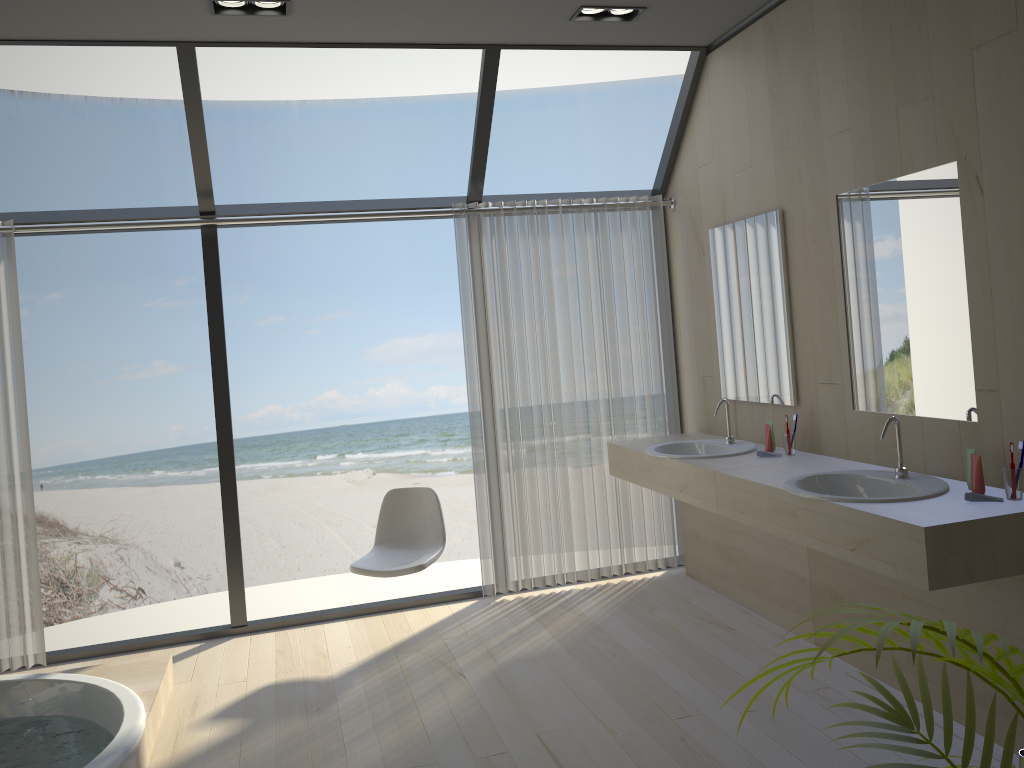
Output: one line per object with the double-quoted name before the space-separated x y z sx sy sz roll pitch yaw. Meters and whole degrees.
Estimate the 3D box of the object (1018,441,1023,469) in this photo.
"object" 1.526 0.260 2.669 0.054 0.175 0.012 -4 0 10

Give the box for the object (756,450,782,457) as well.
"object" 1.113 0.301 3.834 0.104 0.029 0.033 -3 2 25

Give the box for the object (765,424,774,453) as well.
"object" 1.134 0.246 3.911 0.039 0.135 0.039 -4 0 34

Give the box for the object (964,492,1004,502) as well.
"object" 1.422 0.341 2.669 0.104 0.029 0.033 -3 2 25

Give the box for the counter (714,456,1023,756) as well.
"counter" 1.270 0.742 3.076 0.551 0.790 1.205 -5 2 -15

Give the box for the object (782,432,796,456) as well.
"object" 1.204 0.262 3.837 0.058 0.100 0.058 -5 1 -8

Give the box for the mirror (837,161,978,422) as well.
"mirror" 1.430 -0.317 3.234 0.023 0.868 0.653 -4 1 -15

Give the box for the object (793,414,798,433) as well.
"object" 1.216 0.220 3.834 0.054 0.175 0.012 -4 0 10

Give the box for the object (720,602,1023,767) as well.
"object" 0.757 0.682 1.171 0.915 1.157 0.752 -4 1 19

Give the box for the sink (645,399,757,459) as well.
"sink" 0.892 0.294 4.198 0.504 0.419 0.574 -5 2 -11

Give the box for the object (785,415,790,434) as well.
"object" 1.189 0.222 3.810 0.012 0.178 0.050 -5 0 25

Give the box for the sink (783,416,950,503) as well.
"sink" 1.201 0.334 3.033 0.504 0.419 0.574 -5 2 -11

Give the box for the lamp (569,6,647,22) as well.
"lamp" 0.414 -1.666 3.864 0.301 0.112 0.164 -5 2 -15

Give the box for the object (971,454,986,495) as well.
"object" 1.443 0.286 2.746 0.039 0.135 0.039 -4 0 27

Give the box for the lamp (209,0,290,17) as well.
"lamp" -1.033 -1.532 3.478 0.301 0.112 0.164 -5 2 -15

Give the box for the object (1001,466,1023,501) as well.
"object" 1.513 0.302 2.672 0.058 0.100 0.058 -5 1 -4

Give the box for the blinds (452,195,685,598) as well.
"blinds" 0.334 0.030 4.805 1.184 2.071 0.084 -5 0 -15

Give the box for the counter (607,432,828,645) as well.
"counter" 0.961 0.702 4.241 0.551 0.790 1.205 -5 2 -15

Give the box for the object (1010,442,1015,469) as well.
"object" 1.498 0.262 2.645 0.012 0.178 0.050 -5 0 25

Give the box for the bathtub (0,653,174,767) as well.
"bathtub" -2.139 1.348 2.815 1.823 0.698 1.647 -5 3 -15

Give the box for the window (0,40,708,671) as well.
"window" -1.203 -0.160 4.203 4.565 2.814 0.744 -5 0 -15

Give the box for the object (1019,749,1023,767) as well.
"object" 1.571 0.773 2.393 0.407 0.749 0.273 -5 0 -27

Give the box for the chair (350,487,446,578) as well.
"chair" -0.531 0.700 4.197 0.368 0.347 0.455 -4 2 14

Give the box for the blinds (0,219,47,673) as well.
"blinds" -2.802 0.321 3.967 1.184 2.071 0.084 -5 0 -15

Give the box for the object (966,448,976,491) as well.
"object" 1.484 0.277 2.852 0.039 0.135 0.039 -4 0 27

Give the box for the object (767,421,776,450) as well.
"object" 1.175 0.237 4.018 0.039 0.135 0.039 -4 0 34

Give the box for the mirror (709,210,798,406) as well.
"mirror" 1.138 -0.349 4.228 0.023 0.868 0.653 -4 1 -15
